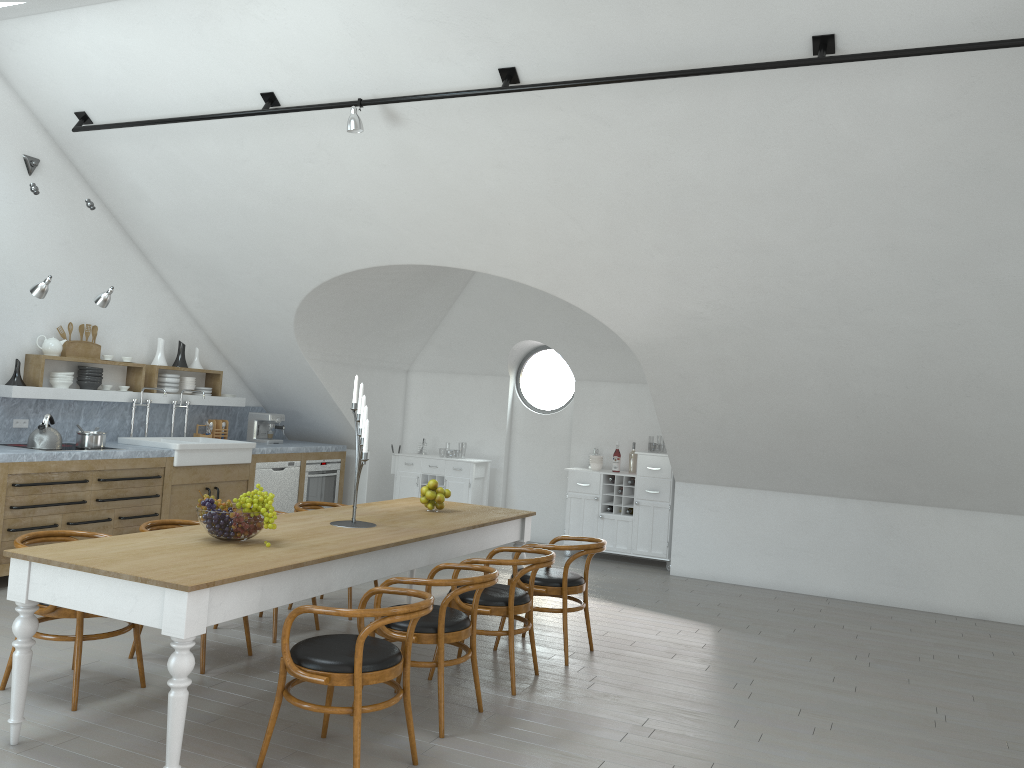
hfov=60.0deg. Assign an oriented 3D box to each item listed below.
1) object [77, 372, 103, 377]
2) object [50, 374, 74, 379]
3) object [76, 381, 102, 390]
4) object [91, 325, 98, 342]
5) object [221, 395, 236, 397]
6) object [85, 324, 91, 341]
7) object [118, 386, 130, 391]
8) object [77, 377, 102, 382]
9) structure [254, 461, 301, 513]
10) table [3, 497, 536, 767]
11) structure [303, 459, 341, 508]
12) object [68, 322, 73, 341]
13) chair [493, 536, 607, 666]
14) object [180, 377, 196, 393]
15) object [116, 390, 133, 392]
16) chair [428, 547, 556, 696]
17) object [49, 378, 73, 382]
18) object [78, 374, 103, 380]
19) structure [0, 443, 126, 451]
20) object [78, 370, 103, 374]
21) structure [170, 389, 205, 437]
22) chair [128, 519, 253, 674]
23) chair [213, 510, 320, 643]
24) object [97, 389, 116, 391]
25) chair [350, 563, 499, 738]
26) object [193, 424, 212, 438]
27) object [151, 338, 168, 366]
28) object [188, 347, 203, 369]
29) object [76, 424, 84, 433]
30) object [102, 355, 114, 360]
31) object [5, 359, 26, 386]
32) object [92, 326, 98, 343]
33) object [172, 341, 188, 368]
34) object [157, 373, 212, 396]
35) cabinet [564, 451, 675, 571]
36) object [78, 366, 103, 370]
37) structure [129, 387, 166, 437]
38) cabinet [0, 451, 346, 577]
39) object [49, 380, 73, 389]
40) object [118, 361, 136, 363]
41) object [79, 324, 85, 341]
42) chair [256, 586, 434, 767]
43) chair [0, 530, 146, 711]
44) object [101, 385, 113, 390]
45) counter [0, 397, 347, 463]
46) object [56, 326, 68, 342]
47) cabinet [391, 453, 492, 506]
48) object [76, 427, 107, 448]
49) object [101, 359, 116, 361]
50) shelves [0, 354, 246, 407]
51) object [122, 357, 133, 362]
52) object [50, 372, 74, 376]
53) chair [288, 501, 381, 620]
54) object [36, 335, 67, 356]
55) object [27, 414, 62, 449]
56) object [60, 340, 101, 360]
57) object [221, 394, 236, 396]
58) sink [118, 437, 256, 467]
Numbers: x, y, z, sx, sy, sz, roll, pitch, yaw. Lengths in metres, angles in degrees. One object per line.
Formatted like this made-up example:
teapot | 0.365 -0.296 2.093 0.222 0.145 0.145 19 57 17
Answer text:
object | -3.721 -0.061 7.816 0.206 0.072 0.205 4 -2 12
object | -3.839 -0.041 7.556 0.181 0.069 0.181 2 -2 42
object | -3.728 0.014 7.810 0.206 0.072 0.205 4 -2 12
object | -3.721 -0.373 7.860 0.039 0.298 0.067 3 -3 24
object | -3.033 0.131 9.397 0.213 0.025 0.213 4 -1 12
object | -3.744 -0.377 7.801 0.019 0.300 0.057 3 -3 24
object | -3.585 0.043 8.185 0.098 0.049 0.098 3 -2 22
object | -3.726 -0.012 7.811 0.205 0.086 0.205 5 -2 -28
structure | -2.645 1.179 9.044 0.599 0.824 0.723 3 -3 24
table | -0.998 1.199 4.977 1.019 0.800 3.343 3 -2 24
structure | -2.328 1.122 9.735 0.631 0.637 0.631 3 -2 24
object | -3.825 -0.387 7.669 0.027 0.300 0.055 3 -3 24
chair | 0.274 1.337 5.641 0.622 0.736 0.526 3 -3 27
object | -3.237 0.011 8.846 0.157 0.160 0.154 6 -3 -38
object | -3.586 0.066 8.184 0.164 0.012 0.163 3 -2 42
chair | -0.082 1.298 5.011 0.621 0.736 0.526 3 -3 19
object | -3.842 -0.018 7.552 0.181 0.065 0.181 5 -2 -28
object | -3.718 -0.039 7.812 0.205 0.086 0.205 5 -2 -23
structure | -3.621 0.522 7.084 0.648 0.041 0.736 3 -2 24
object | -3.721 -0.087 7.822 0.205 0.084 0.205 5 -2 -38
structure | -3.123 0.320 8.618 0.332 0.530 0.213 4 -3 5
chair | -1.835 1.179 5.058 0.621 0.736 0.526 3 -3 21
chair | -1.594 1.212 5.746 0.622 0.736 0.526 3 -3 27
object | -3.664 0.057 8.009 0.164 0.012 0.163 3 -2 42
chair | -0.393 1.260 4.355 0.622 0.736 0.526 3 -3 24
object | -3.155 0.498 9.052 0.100 0.172 0.172 3 -3 26
object | -3.396 -0.310 8.564 0.156 0.268 0.156 3 -3 13
object | -3.205 -0.261 9.009 0.156 0.219 0.156 4 -3 5
object | -3.493 0.422 7.260 0.236 0.167 0.051 3 -3 19
object | -3.651 -0.235 8.011 0.098 0.049 0.098 3 -2 22
object | -4.019 -0.096 7.198 0.156 0.219 0.156 4 -3 5
object | -3.722 -0.372 7.901 0.030 0.294 0.057 3 -3 24
object | -3.285 -0.297 8.802 0.156 0.268 0.156 2 -3 28
object | -3.259 0.012 8.855 0.198 0.196 0.655 3 -2 24
cabinet | 1.184 1.276 9.365 1.243 1.155 0.608 3 -3 24
object | -3.722 -0.115 7.822 0.205 0.080 0.205 3 -2 27
structure | -3.321 0.295 8.174 0.332 0.530 0.213 4 -3 5
cabinet | -3.628 1.083 7.238 1.004 1.023 6.416 3 -2 24
object | -3.843 0.005 7.551 0.181 0.064 0.181 5 -2 -43
object | -3.565 -0.201 8.205 0.164 0.012 0.163 3 -2 42
object | -3.776 -0.380 7.777 0.040 0.300 0.061 3 -3 22
chair | -0.651 1.226 3.677 0.622 0.736 0.526 3 -3 27
chair | -2.185 1.139 4.423 0.622 0.736 0.526 3 -3 24
object | -3.663 0.033 8.010 0.098 0.049 0.098 3 -2 22
counter | -3.562 0.267 7.358 0.962 0.620 6.563 3 -2 24
object | -3.838 -0.371 7.634 0.016 0.259 0.199 2 -3 35
cabinet | -0.837 1.222 10.060 1.135 0.790 0.496 3 -3 24
object | -3.432 0.454 7.318 0.232 0.170 0.394 4 -2 4
object | -3.652 -0.212 8.009 0.164 0.012 0.163 3 -2 42
shelves | -3.917 -0.571 7.029 0.480 1.363 5.540 3 -2 19
object | -3.564 -0.224 8.206 0.098 0.049 0.098 3 -2 22
object | -3.836 -0.070 7.559 0.180 0.076 0.181 5 -2 -28
chair | -1.291 1.248 6.401 0.621 0.736 0.526 3 -3 21
object | -3.890 -0.321 7.484 0.174 0.169 0.167 4 -2 8
object | -3.617 0.365 6.882 0.246 0.268 0.246 2 -3 34
object | -3.772 -0.301 7.769 0.084 0.158 0.353 3 -2 24
object | -3.032 0.122 9.397 0.213 0.025 0.213 4 -1 12
sink | -3.002 0.622 8.231 0.727 0.202 1.019 3 -2 24
